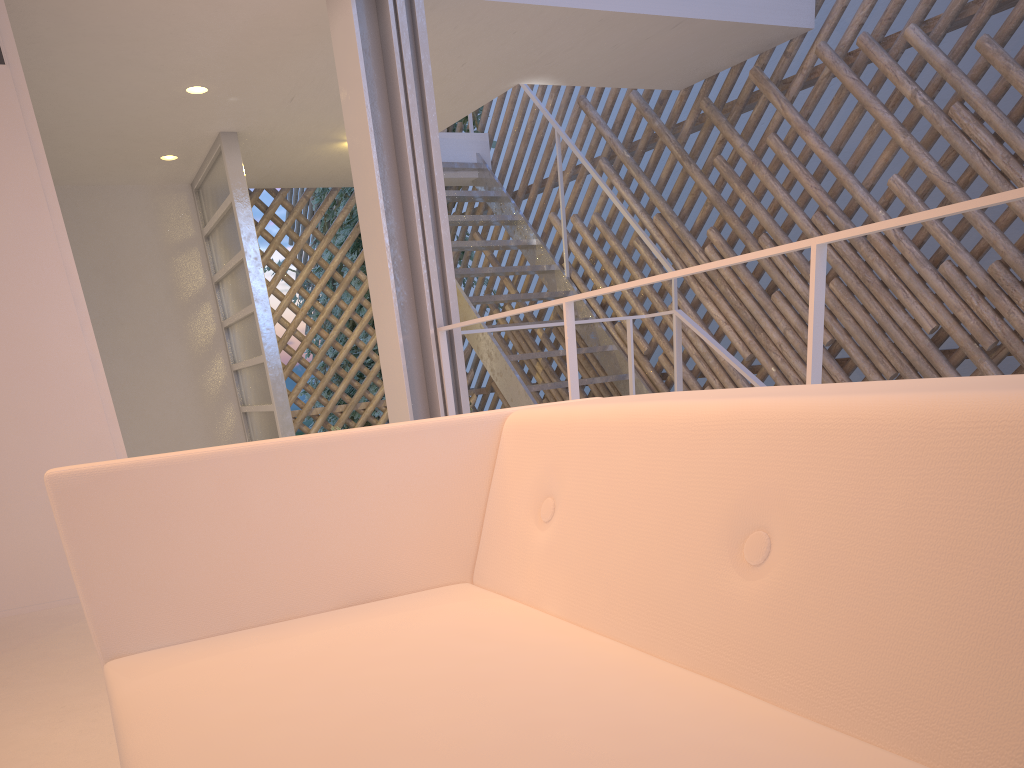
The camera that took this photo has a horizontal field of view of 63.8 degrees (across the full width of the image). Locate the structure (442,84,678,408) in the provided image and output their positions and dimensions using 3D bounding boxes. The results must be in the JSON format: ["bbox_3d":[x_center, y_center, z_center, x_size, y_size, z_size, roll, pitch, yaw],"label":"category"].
[{"bbox_3d":[-0.019,-0.614,3.134,0.509,2.054,1.195,-18,19,-32],"label":"structure"}]

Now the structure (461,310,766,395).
[{"bbox_3d":[0.932,0.779,1.947,1.127,2.138,1.876,-16,15,-33],"label":"structure"}]

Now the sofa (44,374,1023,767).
[{"bbox_3d":[0.107,0.211,0.374,0.483,0.400,0.941,-11,6,-28],"label":"sofa"}]

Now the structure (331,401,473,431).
[{"bbox_3d":[-0.594,0.885,4.153,1.107,2.176,0.269,-12,21,-22],"label":"structure"}]

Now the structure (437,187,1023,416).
[{"bbox_3d":[0.249,0.132,1.290,0.027,0.602,1.628,-16,8,-28],"label":"structure"}]

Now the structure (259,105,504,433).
[{"bbox_3d":[-0.681,-0.864,4.455,1.067,4.929,3.122,-17,18,-30],"label":"structure"}]
